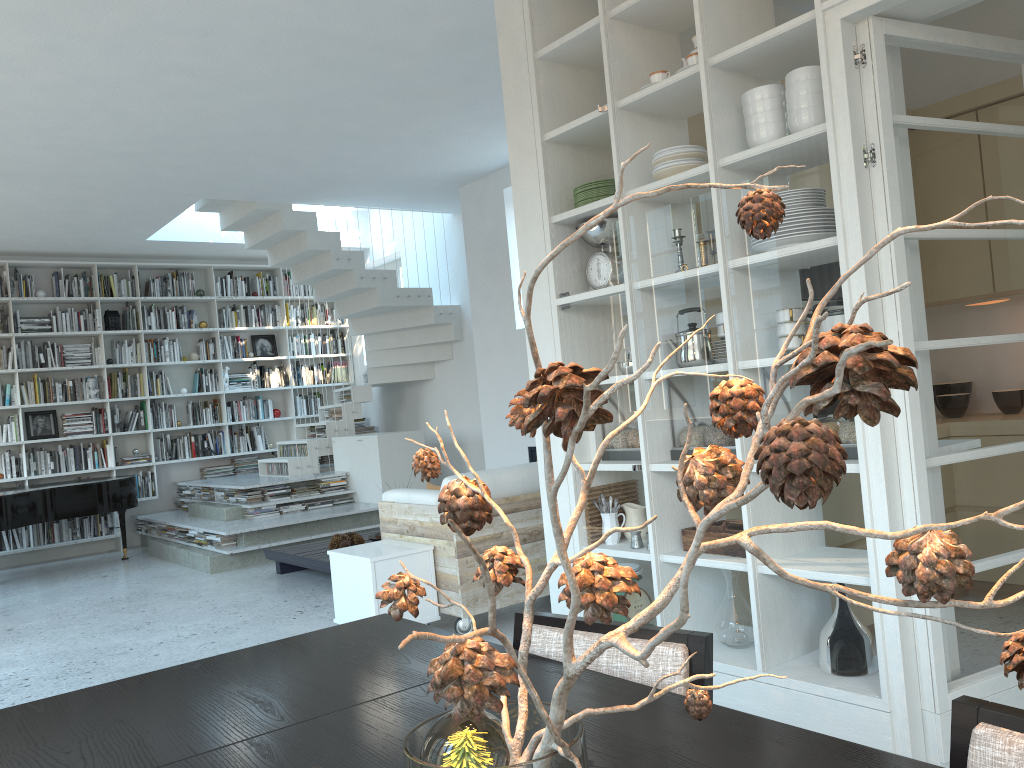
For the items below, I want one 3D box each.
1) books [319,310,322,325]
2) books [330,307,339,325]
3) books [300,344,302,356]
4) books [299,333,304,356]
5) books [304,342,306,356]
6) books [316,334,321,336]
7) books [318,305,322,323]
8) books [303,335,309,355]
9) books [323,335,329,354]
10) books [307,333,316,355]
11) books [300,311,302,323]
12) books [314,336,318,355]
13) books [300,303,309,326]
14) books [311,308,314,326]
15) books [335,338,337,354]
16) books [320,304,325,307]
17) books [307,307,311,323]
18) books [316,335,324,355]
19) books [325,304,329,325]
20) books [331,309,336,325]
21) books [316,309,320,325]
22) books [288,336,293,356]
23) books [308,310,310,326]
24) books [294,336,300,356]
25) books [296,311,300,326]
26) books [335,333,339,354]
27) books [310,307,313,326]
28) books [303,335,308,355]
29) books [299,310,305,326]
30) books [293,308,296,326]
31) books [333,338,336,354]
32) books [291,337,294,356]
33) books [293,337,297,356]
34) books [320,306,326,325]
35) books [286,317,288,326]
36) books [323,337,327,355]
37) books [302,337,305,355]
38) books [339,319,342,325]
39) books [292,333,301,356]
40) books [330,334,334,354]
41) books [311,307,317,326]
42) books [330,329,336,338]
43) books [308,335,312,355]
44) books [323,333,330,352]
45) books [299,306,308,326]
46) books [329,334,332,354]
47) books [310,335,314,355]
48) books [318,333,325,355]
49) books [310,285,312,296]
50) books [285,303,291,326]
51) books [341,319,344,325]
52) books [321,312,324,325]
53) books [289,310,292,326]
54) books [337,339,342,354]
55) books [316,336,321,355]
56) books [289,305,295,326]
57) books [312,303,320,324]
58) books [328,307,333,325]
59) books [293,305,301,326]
[{"bbox_3d":[-2.470,-0.827,11.260,0.013,0.213,0.187,-5,-1,-37],"label":"books"},{"bbox_3d":[-2.283,-0.864,11.427,0.029,0.258,0.163,-5,-1,-37],"label":"books"},{"bbox_3d":[-2.682,-0.431,11.101,0.028,0.191,0.136,-5,-1,-37],"label":"books"},{"bbox_3d":[-2.664,-0.485,11.111,0.022,0.297,0.162,-5,-1,-37],"label":"books"},{"bbox_3d":[-2.631,-0.429,11.135,0.027,0.179,0.157,-5,-1,-37],"label":"books"},{"bbox_3d":[-2.451,-0.490,11.290,0.010,0.273,0.130,-5,-1,-37],"label":"books"},{"bbox_3d":[-2.473,-0.860,11.291,0.024,0.281,0.153,-5,-1,-37],"label":"books"},{"bbox_3d":[-2.602,-0.477,11.154,0.025,0.271,0.152,-5,-1,-37],"label":"books"},{"bbox_3d":[-2.387,-0.485,11.320,0.025,0.252,0.160,-5,-1,-37],"label":"books"},{"bbox_3d":[-2.539,-0.489,11.194,0.030,0.284,0.166,-5,-1,-37],"label":"books"},{"bbox_3d":[-2.678,-0.804,11.079,0.038,0.199,0.170,-5,-1,-37],"label":"books"},{"bbox_3d":[-2.507,-0.476,11.235,0.012,0.254,0.161,-5,-1,-37],"label":"books"},{"bbox_3d":[-2.591,-0.861,11.088,0.022,0.296,0.152,-5,-1,-37],"label":"books"},{"bbox_3d":[-2.536,-0.828,11.127,0.013,0.222,0.174,-5,-1,-37],"label":"books"},{"bbox_3d":[-2.298,-0.476,11.377,0.025,0.220,0.177,-5,-1,-37],"label":"books"},{"bbox_3d":[-2.416,-0.871,11.338,0.011,0.294,0.151,-5,-1,-37],"label":"books"},{"bbox_3d":[-2.567,-0.835,11.117,0.022,0.242,0.144,-5,-1,-37],"label":"books"},{"bbox_3d":[-2.450,-0.483,11.261,0.023,0.258,0.184,-5,-1,-37],"label":"books"},{"bbox_3d":[-2.395,-0.870,11.339,0.023,0.287,0.163,-5,-1,-37],"label":"books"},{"bbox_3d":[-2.314,-0.839,11.390,0.023,0.213,0.181,-5,-1,-37],"label":"books"},{"bbox_3d":[-2.496,-0.828,11.246,0.023,0.220,0.171,-5,-1,-37],"label":"books"},{"bbox_3d":[-2.773,-0.455,11.017,0.012,0.254,0.161,-5,-1,-37],"label":"books"},{"bbox_3d":[-2.575,-0.816,11.101,0.014,0.206,0.184,-5,-1,-37],"label":"books"},{"bbox_3d":[-2.707,-0.462,11.062,0.026,0.256,0.173,-5,-1,-37],"label":"books"},{"bbox_3d":[-2.687,-0.801,11.002,0.024,0.193,0.190,-5,-1,-37],"label":"books"},{"bbox_3d":[-2.280,-0.509,11.402,0.013,0.283,0.149,-5,-1,-37],"label":"books"},{"bbox_3d":[-2.553,-0.834,11.127,0.012,0.237,0.166,-5,-1,-37],"label":"books"},{"bbox_3d":[-2.611,-0.471,11.136,0.013,0.260,0.158,-5,-1,-37],"label":"books"},{"bbox_3d":[-2.633,-0.814,11.071,0.025,0.211,0.135,-5,-1,-37],"label":"books"},{"bbox_3d":[-2.721,-0.814,10.985,0.049,0.223,0.161,-5,-1,-37],"label":"books"},{"bbox_3d":[-2.312,-0.471,11.355,0.025,0.211,0.188,-5,-1,-37],"label":"books"},{"bbox_3d":[-2.765,-0.453,11.038,0.026,0.250,0.161,-5,-1,-37],"label":"books"},{"bbox_3d":[-2.728,-0.456,11.031,0.023,0.247,0.182,-5,-1,-37],"label":"books"},{"bbox_3d":[-2.414,-0.855,11.310,0.022,0.261,0.160,-5,-1,-37],"label":"books"},{"bbox_3d":[-2.817,-0.841,10.940,0.036,0.293,0.135,-5,-1,-37],"label":"books"},{"bbox_3d":[-2.414,-0.475,11.313,0.028,0.237,0.146,-5,-1,-37],"label":"books"},{"bbox_3d":[-2.643,-0.485,11.112,0.012,0.293,0.165,-5,-1,-37],"label":"books"},{"bbox_3d":[-2.255,-0.860,11.448,0.040,0.246,0.160,-5,-1,-37],"label":"books"},{"bbox_3d":[-2.684,-0.478,11.063,0.014,0.285,0.185,-5,-1,-37],"label":"books"},{"bbox_3d":[-2.337,-0.497,11.340,0.028,0.268,0.173,-5,-1,-37],"label":"books"},{"bbox_3d":[-2.529,-0.838,11.162,0.042,0.242,0.248,-5,-1,-37],"label":"books"},{"bbox_3d":[-2.298,-0.531,11.401,0.013,0.330,0.140,-5,-1,-37],"label":"books"},{"bbox_3d":[-2.576,-0.474,11.162,0.024,0.259,0.156,-5,-1,-37],"label":"books"},{"bbox_3d":[-2.368,-0.502,11.325,0.012,0.283,0.151,-5,-1,-37],"label":"books"},{"bbox_3d":[-2.605,-0.838,11.071,0.023,0.253,0.189,-5,-1,-37],"label":"books"},{"bbox_3d":[-2.356,-0.500,11.329,0.013,0.277,0.188,-5,-1,-37],"label":"books"},{"bbox_3d":[-2.556,-0.477,11.174,0.022,0.262,0.172,-5,-1,-37],"label":"books"},{"bbox_3d":[-2.436,-0.500,11.297,0.024,0.292,0.132,-5,-1,-37],"label":"books"},{"bbox_3d":[-2.578,-1.222,11.240,0.012,0.285,0.159,-5,-1,-37],"label":"books"},{"bbox_3d":[-2.785,-0.844,10.935,0.010,0.294,0.183,-5,-1,-37],"label":"books"},{"bbox_3d":[-2.223,-0.848,11.449,0.011,0.216,0.170,-5,-1,-37],"label":"books"},{"bbox_3d":[-2.445,-0.813,11.308,0.034,0.182,0.156,-5,-1,-37],"label":"books"},{"bbox_3d":[-2.767,-0.801,10.945,0.024,0.205,0.166,-5,-1,-37],"label":"books"},{"bbox_3d":[-2.250,-0.468,11.401,0.029,0.195,0.192,-5,-1,-37],"label":"books"},{"bbox_3d":[-2.472,-0.475,11.236,0.045,0.245,0.177,-5,-1,-37],"label":"books"},{"bbox_3d":[-2.745,-0.832,10.953,0.026,0.263,0.189,-5,-1,-37],"label":"books"},{"bbox_3d":[-2.491,-0.866,11.263,0.010,0.295,0.165,-5,-1,-37],"label":"books"},{"bbox_3d":[-2.354,-0.856,11.364,0.070,0.254,0.154,-5,-1,-37],"label":"books"},{"bbox_3d":[-2.680,-0.837,11.028,0.023,0.263,0.158,-5,-1,-37],"label":"books"}]
